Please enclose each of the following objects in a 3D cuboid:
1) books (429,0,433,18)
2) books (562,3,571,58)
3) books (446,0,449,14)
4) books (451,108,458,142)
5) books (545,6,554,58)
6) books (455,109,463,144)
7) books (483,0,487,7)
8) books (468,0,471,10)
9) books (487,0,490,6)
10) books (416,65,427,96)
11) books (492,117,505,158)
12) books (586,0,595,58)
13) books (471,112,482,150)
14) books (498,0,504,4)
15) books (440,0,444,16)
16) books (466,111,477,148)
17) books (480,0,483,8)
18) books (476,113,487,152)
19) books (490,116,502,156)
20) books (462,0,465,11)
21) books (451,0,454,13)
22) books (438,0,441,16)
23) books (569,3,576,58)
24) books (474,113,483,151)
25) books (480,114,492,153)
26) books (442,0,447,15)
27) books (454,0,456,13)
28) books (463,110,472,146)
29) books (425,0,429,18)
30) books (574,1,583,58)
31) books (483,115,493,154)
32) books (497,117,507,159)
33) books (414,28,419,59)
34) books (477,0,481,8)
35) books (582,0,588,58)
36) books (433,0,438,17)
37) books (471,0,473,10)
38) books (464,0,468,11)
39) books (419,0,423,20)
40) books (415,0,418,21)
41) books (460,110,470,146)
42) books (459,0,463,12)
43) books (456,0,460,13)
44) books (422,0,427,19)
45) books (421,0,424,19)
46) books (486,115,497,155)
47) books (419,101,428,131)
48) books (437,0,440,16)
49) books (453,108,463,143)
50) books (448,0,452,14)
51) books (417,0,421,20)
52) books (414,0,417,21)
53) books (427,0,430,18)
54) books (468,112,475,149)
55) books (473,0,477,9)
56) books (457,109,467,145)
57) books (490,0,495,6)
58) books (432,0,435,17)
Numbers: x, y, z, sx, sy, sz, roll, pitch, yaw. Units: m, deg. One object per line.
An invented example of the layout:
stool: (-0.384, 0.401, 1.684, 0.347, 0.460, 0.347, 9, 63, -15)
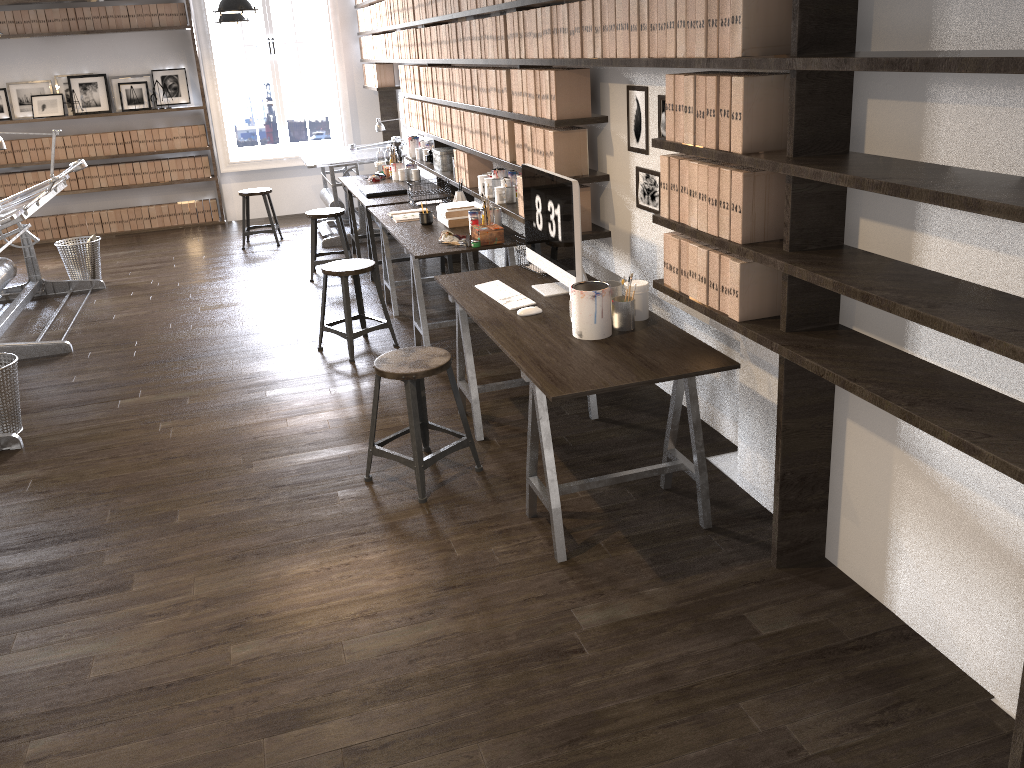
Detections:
books: (-0.488, -2.670, 6.176, 0.175, 0.222, 0.067, -9, 20, -15)
books: (0.313, -1.537, 3.849, 0.175, 0.222, 0.067, -9, 20, -15)
books: (-0.340, -2.506, 5.726, 0.175, 0.222, 0.067, -9, 20, -15)
books: (-0.318, -1.781, 6.078, 0.175, 0.222, 0.067, -9, 20, -15)
books: (0.249, -1.607, 4.039, 0.175, 0.222, 0.068, -9, 20, -15)
books: (-0.287, -1.737, 5.959, 0.175, 0.222, 0.068, -9, 20, -15)
books: (-0.076, -2.206, 4.908, 0.175, 0.222, 0.067, -9, 20, -15)
books: (-0.175, -2.319, 5.217, 0.175, 0.222, 0.067, -9, 20, -15)
books: (-0.050, -2.183, 4.844, 0.175, 0.222, 0.067, -9, 20, -15)
books: (-0.650, -2.380, 6.941, 0.175, 0.222, 0.068, -9, 20, -15)
books: (-0.015, -1.433, 5.128, 0.175, 0.222, 0.068, -9, 20, -15)
books: (0.395, -1.442, 3.588, 0.175, 0.222, 0.067, -9, 20, -15)
books: (-0.157, -1.595, 5.571, 0.175, 0.222, 0.067, -9, 20, -15)
books: (0.014, -2.108, 4.639, 0.175, 0.222, 0.067, -9, 20, -15)
books: (-0.387, -2.554, 5.857, 0.175, 0.222, 0.068, -9, 20, -15)
books: (-0.197, -1.643, 5.701, 0.175, 0.222, 0.067, -9, 20, -15)
books: (-0.093, -2.231, 4.974, 0.175, 0.222, 0.067, -9, 20, -15)
books: (-0.121, -1.552, 5.452, 0.175, 0.222, 0.068, -9, 20, -15)
books: (-0.032, -1.459, 5.198, 0.175, 0.222, 0.067, -9, 20, -15)
books: (-0.215, -2.367, 5.348, 0.175, 0.222, 0.067, -9, 20, -15)
books: (-0.297, -2.457, 5.592, 0.175, 0.222, 0.067, -9, 20, -15)
books: (-0.401, -2.576, 5.916, 0.175, 0.222, 0.067, -9, 20, -15)
books: (0.338, -1.514, 3.785, 0.175, 0.222, 0.067, -9, 20, -15)
books: (-0.137, -1.575, 5.514, 0.175, 0.222, 0.067, -9, 20, -15)
books: (-0.096, -1.530, 5.392, 0.175, 0.222, 0.067, -9, 20, -15)
books: (-0.365, -2.530, 5.791, 0.175, 0.222, 0.067, -9, 20, -15)
books: (-0.277, -2.436, 5.535, 0.175, 0.222, 0.067, -9, 20, -15)
books: (-0.216, -1.667, 5.765, 0.175, 0.222, 0.067, -9, 20, -15)
books: (-0.526, -2.718, 6.306, 0.175, 0.222, 0.067, -9, 20, -15)
books: (0.355, -1.488, 3.716, 0.175, 0.222, 0.068, -9, 20, -15)
books: (-0.075, -1.507, 5.327, 0.175, 0.222, 0.067, -9, 20, -15)
books: (0.012, -1.409, 5.062, 0.175, 0.222, 0.067, -9, 20, -15)
books: (-0.661, -2.640, 6.858, 0.175, 0.222, 0.067, -9, 20, -15)
books: (-0.114, -2.254, 5.038, 0.175, 0.222, 0.067, -9, 20, -15)
books: (0.382, -1.464, 3.650, 0.175, 0.222, 0.067, -9, 20, -15)
books: (-0.445, -2.622, 6.042, 0.175, 0.222, 0.068, -9, 20, -15)
books: (-0.155, -2.299, 5.160, 0.175, 0.222, 0.067, -9, 20, -15)
books: (-0.198, -2.343, 5.282, 0.175, 0.222, 0.068, -9, 20, -15)
books: (-0.587, -2.784, 6.485, 0.175, 0.222, 0.067, -9, 20, -15)
books: (-0.627, -2.832, 6.616, 0.175, 0.222, 0.067, -9, 20, -15)
books: (-0.241, -1.690, 5.828, 0.175, 0.222, 0.067, -9, 20, -15)
books: (-0.234, -2.391, 5.412, 0.175, 0.222, 0.067, -9, 20, -15)
books: (-0.261, -2.413, 5.473, 0.175, 0.222, 0.068, -9, 20, -15)
books: (-0.552, -2.740, 6.366, 0.175, 0.222, 0.068, -9, 20, -15)
books: (-0.567, -2.763, 6.428, 0.175, 0.222, 0.067, -9, 20, -15)
books: (-0.058, -1.482, 5.262, 0.175, 0.222, 0.067, -9, 20, -15)
books: (-0.634, -2.130, 7.030, 0.175, 0.222, 0.068, -9, 20, -15)
books: (-0.418, -2.598, 5.976, 0.175, 0.222, 0.067, -9, 20, -15)
books: (-0.301, -1.759, 6.018, 0.175, 0.222, 0.067, -9, 20, -15)
books: (-0.320, -2.481, 5.658, 0.175, 0.222, 0.068, -9, 20, -15)
books: (-0.610, -2.808, 6.551, 0.175, 0.222, 0.068, -9, 20, -15)
books: (-0.646, -2.855, 6.680, 0.175, 0.222, 0.067, -9, 20, -15)
books: (-0.505, -2.695, 6.241, 0.175, 0.222, 0.067, -9, 20, -15)
books: (-0.180, -1.619, 5.636, 0.175, 0.222, 0.068, -9, 20, -15)
books: (-0.139, -2.276, 5.098, 0.175, 0.222, 0.068, -9, 20, -15)
books: (-0.265, -1.713, 5.893, 0.175, 0.222, 0.067, -9, 20, -15)
books: (-0.033, -2.157, 4.775, 0.175, 0.222, 0.068, -9, 20, -15)
books: (-0.462, -2.648, 6.112, 0.175, 0.222, 0.067, -9, 20, -15)
